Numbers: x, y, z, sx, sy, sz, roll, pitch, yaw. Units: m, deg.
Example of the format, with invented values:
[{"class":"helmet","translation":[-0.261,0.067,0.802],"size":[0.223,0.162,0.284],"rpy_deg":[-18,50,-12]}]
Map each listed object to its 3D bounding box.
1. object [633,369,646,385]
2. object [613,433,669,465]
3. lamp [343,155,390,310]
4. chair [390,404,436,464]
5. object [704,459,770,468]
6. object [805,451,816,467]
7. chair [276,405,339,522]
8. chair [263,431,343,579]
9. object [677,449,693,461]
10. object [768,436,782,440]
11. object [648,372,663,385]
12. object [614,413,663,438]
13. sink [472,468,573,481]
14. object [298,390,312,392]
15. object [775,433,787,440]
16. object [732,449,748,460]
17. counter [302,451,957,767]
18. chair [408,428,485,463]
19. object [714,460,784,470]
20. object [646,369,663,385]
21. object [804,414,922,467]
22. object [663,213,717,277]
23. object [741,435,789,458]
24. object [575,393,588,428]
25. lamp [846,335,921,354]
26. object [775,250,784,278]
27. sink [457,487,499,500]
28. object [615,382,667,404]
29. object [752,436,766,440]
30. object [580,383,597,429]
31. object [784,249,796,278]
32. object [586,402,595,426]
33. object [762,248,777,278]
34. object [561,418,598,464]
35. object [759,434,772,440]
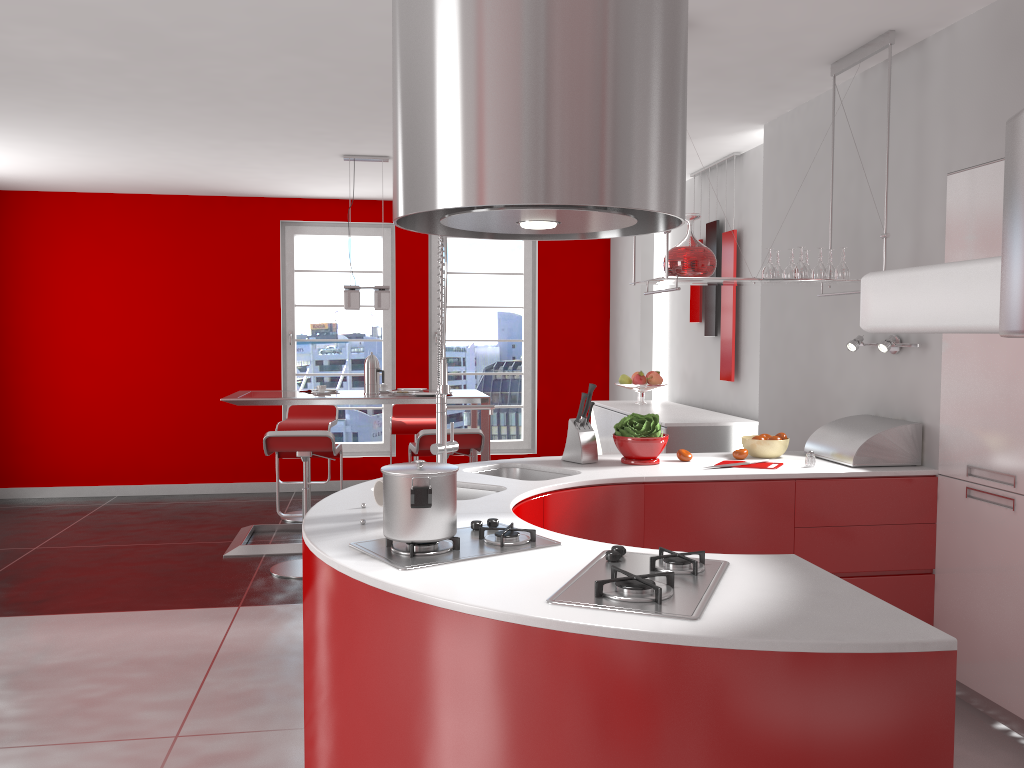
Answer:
[{"class":"object","translation":[0.957,-0.044,6.684],"size":[0.097,0.133,0.117],"rpy_deg":[-1,3,-20]},{"class":"object","translation":[0.530,0.267,3.657],"size":[0.229,0.118,0.228],"rpy_deg":[-2,4,-38]},{"class":"lamp","translation":[-0.986,-1.020,6.016],"size":[0.304,1.025,0.304],"rpy_deg":[0,3,-9]},{"class":"chair","translation":[-0.754,0.589,6.983],"size":[0.418,0.857,0.460],"rpy_deg":[0,3,-7]},{"class":"object","translation":[0.911,0.322,3.571],"size":[0.375,0.008,0.041],"rpy_deg":[-2,4,-32]},{"class":"object","translation":[1.199,0.300,3.563],"size":[0.043,0.066,0.042],"rpy_deg":[0,3,4]},{"class":"chair","translation":[-1.568,0.595,6.834],"size":[0.418,0.857,0.460],"rpy_deg":[0,3,-1]},{"class":"chair","translation":[-1.230,0.683,5.265],"size":[0.418,0.857,0.460],"rpy_deg":[0,3,-4]},{"class":"object","translation":[0.723,0.299,3.714],"size":[0.064,0.048,0.063],"rpy_deg":[-2,4,-31]},{"class":"object","translation":[1.129,0.248,3.812],"size":[0.066,0.049,0.062],"rpy_deg":[-1,3,-12]},{"class":"object","translation":[1.088,-0.038,6.695],"size":[0.121,0.101,0.097],"rpy_deg":[-2,4,-30]},{"class":"object","translation":[0.520,0.214,3.652],"size":[0.198,0.182,0.193],"rpy_deg":[0,3,-3]},{"class":"sink","translation":[0.037,0.443,3.433],"size":[0.428,0.172,0.326],"rpy_deg":[3,4,42]},{"class":"object","translation":[-1.463,0.049,6.255],"size":[0.095,0.012,0.234],"rpy_deg":[0,3,-10]},{"class":"object","translation":[1.166,0.241,3.861],"size":[0.055,0.058,0.066],"rpy_deg":[-1,3,-24]},{"class":"object","translation":[0.972,0.299,3.775],"size":[0.065,0.047,0.063],"rpy_deg":[0,3,-9]},{"class":"counter","translation":[0.443,0.798,3.074],"size":[1.868,0.880,2.865],"rpy_deg":[2,4,25]},{"class":"chair","translation":[-0.403,0.679,5.391],"size":[0.418,0.857,0.460],"rpy_deg":[-1,3,-14]},{"class":"object","translation":[0.962,0.328,3.597],"size":[0.266,0.006,0.168],"rpy_deg":[1,3,18]},{"class":"object","translation":[1.080,-0.053,6.823],"size":[0.117,0.129,0.150],"rpy_deg":[3,4,38]},{"class":"object","translation":[1.475,0.233,3.754],"size":[0.300,0.170,0.400],"rpy_deg":[0,3,-9]},{"class":"object","translation":[0.721,-0.554,3.597],"size":[0.213,0.266,0.213],"rpy_deg":[1,3,19]},{"class":"object","translation":[1.099,0.276,3.853],"size":[0.201,0.086,0.201],"rpy_deg":[0,3,-8]},{"class":"object","translation":[0.269,0.173,3.647],"size":[0.012,0.279,0.130],"rpy_deg":[-2,4,-38]},{"class":"lamp","translation":[1.558,-0.166,3.760],"size":[0.155,0.081,0.454],"rpy_deg":[0,3,-9]},{"class":"object","translation":[1.142,-0.502,3.815],"size":[0.060,0.141,0.060],"rpy_deg":[-2,4,-32]},{"class":"sink","translation":[-0.250,0.464,3.039],"size":[0.428,0.172,0.326],"rpy_deg":[2,4,30]},{"class":"object","translation":[0.985,0.074,6.779],"size":[0.398,0.159,0.398],"rpy_deg":[3,4,40]},{"class":"object","translation":[1.063,0.247,3.821],"size":[0.066,0.049,0.062],"rpy_deg":[0,3,-1]},{"class":"object","translation":[0.296,0.157,3.655],"size":[0.014,0.322,0.150],"rpy_deg":[-2,4,-38]},{"class":"object","translation":[1.179,-0.498,3.738],"size":[0.060,0.141,0.060],"rpy_deg":[0,3,-9]},{"class":"object","translation":[0.313,0.170,3.678],"size":[0.009,0.197,0.091],"rpy_deg":[-2,4,-38]},{"class":"object","translation":[1.081,-0.497,3.721],"size":[0.060,0.141,0.060],"rpy_deg":[0,3,-9]},{"class":"object","translation":[0.281,0.232,3.682],"size":[0.091,0.178,0.137],"rpy_deg":[-2,4,-36]},{"class":"object","translation":[1.106,0.244,3.869],"size":[0.065,0.052,0.062],"rpy_deg":[-1,3,-24]}]
